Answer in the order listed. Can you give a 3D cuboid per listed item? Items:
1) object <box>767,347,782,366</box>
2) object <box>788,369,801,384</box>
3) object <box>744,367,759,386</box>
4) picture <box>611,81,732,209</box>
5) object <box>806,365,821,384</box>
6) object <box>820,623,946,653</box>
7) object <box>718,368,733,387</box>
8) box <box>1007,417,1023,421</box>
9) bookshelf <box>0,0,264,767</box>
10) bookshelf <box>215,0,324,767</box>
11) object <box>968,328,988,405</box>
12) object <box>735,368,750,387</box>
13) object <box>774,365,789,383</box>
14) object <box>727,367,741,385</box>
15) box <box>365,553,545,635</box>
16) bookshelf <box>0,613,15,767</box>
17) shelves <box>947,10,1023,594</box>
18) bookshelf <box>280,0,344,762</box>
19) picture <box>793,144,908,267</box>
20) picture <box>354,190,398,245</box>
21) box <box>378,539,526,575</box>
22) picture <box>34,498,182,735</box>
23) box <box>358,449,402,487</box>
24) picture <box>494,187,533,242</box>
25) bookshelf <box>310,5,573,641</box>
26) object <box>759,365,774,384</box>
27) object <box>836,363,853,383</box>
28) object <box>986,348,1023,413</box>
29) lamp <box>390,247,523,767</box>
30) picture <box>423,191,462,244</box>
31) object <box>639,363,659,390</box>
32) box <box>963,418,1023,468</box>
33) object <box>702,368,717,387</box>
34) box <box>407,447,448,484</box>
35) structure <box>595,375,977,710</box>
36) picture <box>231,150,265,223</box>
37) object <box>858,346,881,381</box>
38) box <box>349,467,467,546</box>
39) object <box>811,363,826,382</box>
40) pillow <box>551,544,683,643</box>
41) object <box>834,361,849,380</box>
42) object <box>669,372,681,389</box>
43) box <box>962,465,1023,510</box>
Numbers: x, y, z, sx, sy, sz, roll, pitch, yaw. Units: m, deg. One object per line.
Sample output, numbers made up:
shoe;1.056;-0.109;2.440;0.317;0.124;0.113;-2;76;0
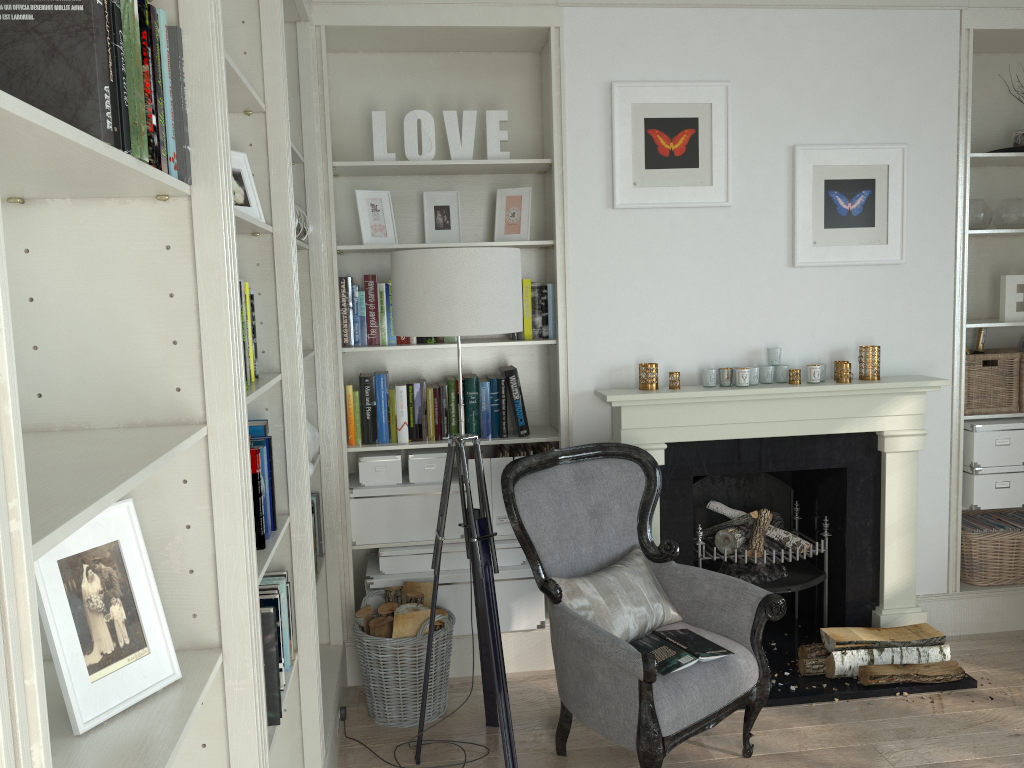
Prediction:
object;1.090;-0.113;3.684;0.060;0.073;0.060;-7;8;-40
object;1.159;-0.029;3.635;0.050;0.058;0.052;2;7;30
object;0.984;-0.032;3.641;0.060;0.073;0.060;0;6;16
picture;0.648;-0.966;3.587;0.494;0.496;0.024;-3;6;-7
object;1.239;-0.040;3.645;0.060;0.073;0.060;-7;8;-40
object;1.496;1.038;3.576;0.459;0.083;0.150;-2;6;-5
object;0.874;-0.026;3.623;0.060;0.073;0.060;-7;8;-40
box;2.399;0.234;4.127;0.270;0.191;0.400;-3;6;-7
bookshelf;-0.624;0.070;1.086;0.399;2.523;0.972;-3;6;-7
bookshelf;-0.745;-0.030;2.046;0.399;2.523;0.972;-3;6;-7
object;2.165;-0.082;4.161;0.127;0.361;0.094;-3;6;-7
object;0.934;-0.025;3.598;0.060;0.073;0.060;-7;8;-40
object;1.124;-0.042;3.695;0.060;0.073;0.060;-7;8;-40
object;0.919;-0.033;3.672;0.060;0.073;0.060;-7;8;-40
box;-0.249;0.885;3.813;0.734;0.264;0.374;-3;6;-7
bookshelf;-0.503;0.170;0.127;0.399;2.523;0.972;-3;6;-7
shelves;2.374;-0.348;4.080;0.992;2.523;0.399;-3;6;-7
bookshelf;-0.866;-0.130;3.005;0.399;2.523;0.972;-3;6;-7
picture;1.415;-0.746;3.706;0.494;0.496;0.024;-3;6;-7
picture;-0.560;-0.680;3.634;0.153;0.228;0.094;-6;7;-32
box;-0.256;0.710;3.770;0.608;0.099;0.219;-3;6;-7
picture;-0.645;0.349;1.382;0.124;0.300;0.202;1;7;23
box;-0.562;0.347;3.804;0.179;0.126;0.264;-3;6;-7
picture;0.009;-0.705;3.703;0.153;0.228;0.094;0;6;18
bookshelf;-0.270;-0.231;3.759;0.988;2.523;0.399;-3;6;-7
object;1.058;-0.039;3.685;0.060;0.073;0.060;-7;8;-40
object;1.359;-0.045;3.633;0.060;0.079;0.060;-6;8;-35
object;2.404;-0.025;4.112;0.276;0.270;0.275;-3;6;-7
lamp;-0.159;0.426;3.007;0.429;1.739;0.429;1;7;26
picture;-0.293;-0.699;3.733;0.153;0.228;0.094;-3;6;-7
object;0.555;-0.030;3.601;0.080;0.104;0.080;-7;8;-39
box;2.123;0.248;4.081;0.270;0.191;0.400;-3;6;-7
object;0.806;-0.024;3.624;0.060;0.073;0.060;-7;8;-40
box;-0.359;0.338;3.828;0.179;0.126;0.264;-3;6;-7
structure;1.065;0.580;3.830;1.432;1.191;1.026;-3;6;-7
picture;-0.749;-0.505;2.263;0.124;0.188;0.202;1;7;23
object;1.494;-0.088;3.704;0.087;0.140;0.090;2;7;30
box;-0.451;0.522;3.827;0.499;0.238;0.337;-3;6;-7
object;1.279;-0.047;3.696;0.060;0.073;0.060;-7;8;-40
pillow;0.364;0.741;3.002;0.210;0.263;0.547;4;9;43
object;1.381;-0.055;3.716;0.060;0.079;0.060;-7;8;-39
object;0.658;-0.013;3.591;0.047;0.068;0.054;1;7;20
box;2.134;0.437;4.102;0.270;0.191;0.400;-3;6;-7
